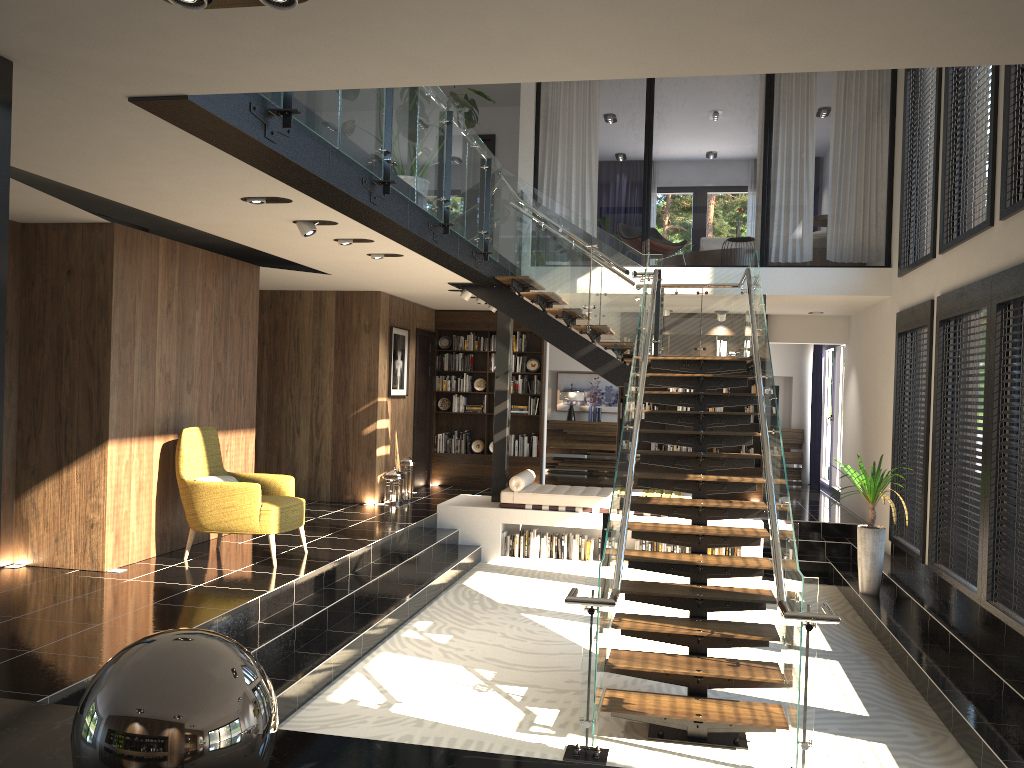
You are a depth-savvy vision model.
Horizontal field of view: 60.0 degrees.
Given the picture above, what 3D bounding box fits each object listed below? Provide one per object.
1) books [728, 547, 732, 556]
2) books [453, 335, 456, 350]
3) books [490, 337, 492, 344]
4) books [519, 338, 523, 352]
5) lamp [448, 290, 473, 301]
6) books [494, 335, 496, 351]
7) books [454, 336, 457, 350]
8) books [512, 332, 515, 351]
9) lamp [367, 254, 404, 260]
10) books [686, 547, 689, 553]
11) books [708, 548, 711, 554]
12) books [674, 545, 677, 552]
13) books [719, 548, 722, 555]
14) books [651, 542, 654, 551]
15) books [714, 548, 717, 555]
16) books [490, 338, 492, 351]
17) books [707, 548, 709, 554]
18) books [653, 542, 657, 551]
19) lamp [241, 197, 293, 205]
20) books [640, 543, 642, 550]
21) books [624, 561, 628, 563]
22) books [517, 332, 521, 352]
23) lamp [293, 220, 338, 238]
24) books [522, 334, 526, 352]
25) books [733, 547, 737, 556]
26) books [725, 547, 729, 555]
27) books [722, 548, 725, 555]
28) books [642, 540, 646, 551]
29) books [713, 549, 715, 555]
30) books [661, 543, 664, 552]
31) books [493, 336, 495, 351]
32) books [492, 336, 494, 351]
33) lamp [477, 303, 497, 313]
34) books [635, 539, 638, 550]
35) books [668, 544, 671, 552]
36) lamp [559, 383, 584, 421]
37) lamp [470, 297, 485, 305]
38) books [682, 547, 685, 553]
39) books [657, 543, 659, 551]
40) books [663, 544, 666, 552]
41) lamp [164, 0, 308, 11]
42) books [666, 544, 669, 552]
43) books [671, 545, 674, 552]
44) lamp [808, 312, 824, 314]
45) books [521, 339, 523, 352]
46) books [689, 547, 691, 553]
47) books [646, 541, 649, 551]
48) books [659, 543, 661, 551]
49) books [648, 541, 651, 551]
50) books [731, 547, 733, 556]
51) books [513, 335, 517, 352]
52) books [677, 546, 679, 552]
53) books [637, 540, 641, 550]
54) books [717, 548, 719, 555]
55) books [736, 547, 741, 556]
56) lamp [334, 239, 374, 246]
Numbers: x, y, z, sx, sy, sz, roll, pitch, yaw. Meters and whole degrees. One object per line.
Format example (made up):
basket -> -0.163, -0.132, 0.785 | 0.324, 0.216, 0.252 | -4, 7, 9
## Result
books -> 2.489, 1.985, 10.143 | 0.030, 0.273, 0.185 | 2, 0, 11
books -> -0.871, -0.632, 13.667 | 0.017, 0.234, 0.200 | 2, 0, 11
books -> -0.307, -0.605, 13.586 | 0.023, 0.213, 0.194 | 2, 0, 11
books -> 0.144, -0.594, 13.500 | 0.037, 0.218, 0.144 | 2, 0, 11
lamp -> -0.614, -1.144, 10.830 | 0.346, 0.263, 0.195 | 2, 0, 11
books -> -0.234, -0.616, 13.511 | 0.013, 0.239, 0.255 | 2, 0, 11
books -> -0.859, -0.623, 13.626 | 0.024, 0.216, 0.210 | 2, 0, 11
books -> 0.008, -0.641, 13.470 | 0.015, 0.303, 0.252 | 2, 0, 11
lamp -> -1.155, -1.222, 8.086 | 0.346, 0.177, 0.195 | 2, 0, 11
books -> 2.027, 1.952, 10.246 | 0.027, 0.312, 0.189 | 2, 0, 11
books -> 2.262, 1.990, 10.170 | 0.025, 0.249, 0.208 | 2, 0, 11
books -> 1.886, 1.977, 10.258 | 0.036, 0.253, 0.178 | 2, 0, 11
books -> 2.390, 1.976, 10.179 | 0.039, 0.284, 0.199 | 2, 0, 11
books -> 1.633, 1.962, 10.323 | 0.029, 0.268, 0.146 | 2, 0, 11
books -> 2.331, 1.994, 10.157 | 0.024, 0.246, 0.212 | 2, 0, 11
books -> -0.295, -0.600, 13.536 | 0.021, 0.204, 0.224 | 2, 0, 11
books -> 2.243, 1.972, 10.198 | 0.025, 0.285, 0.164 | 2, 0, 11
books -> 1.666, 1.945, 10.320 | 0.035, 0.305, 0.151 | 2, 0, 11
lamp -> -1.603, -1.260, 5.803 | 0.346, 0.158, 0.195 | 2, 0, 11
books -> 1.507, 1.980, 10.361 | 0.027, 0.226, 0.165 | 2, 0, 11
books -> 1.290, 2.075, 10.406 | 0.257, 0.024, 0.167 | 2, 0, 11
books -> 0.107, -0.637, 13.445 | 0.017, 0.302, 0.266 | 2, 0, 11
lamp -> -1.455, -1.206, 6.565 | 0.346, 0.247, 0.195 | 2, 0, 11
books -> 0.186, -0.615, 13.442 | 0.013, 0.262, 0.217 | 2, 0, 11
books -> 2.548, 1.980, 10.150 | 0.043, 0.287, 0.147 | 2, 0, 11
books -> 2.456, 1.956, 10.161 | 0.042, 0.328, 0.205 | 2, 0, 11
books -> 2.419, 1.977, 10.154 | 0.028, 0.285, 0.210 | 2, 0, 11
books -> 1.537, 1.936, 10.326 | 0.043, 0.316, 0.209 | 2, 0, 11
books -> 2.315, 2.008, 10.194 | 0.022, 0.216, 0.137 | 2, 0, 11
books -> 1.745, 1.964, 10.297 | 0.027, 0.270, 0.188 | 2, 0, 11
books -> -0.247, -0.612, 13.518 | 0.014, 0.231, 0.280 | 2, 0, 11
books -> -0.265, -0.616, 13.543 | 0.033, 0.237, 0.231 | 2, 0, 11
lamp -> -0.315, -1.125, 12.350 | 0.346, 0.263, 0.195 | 2, 0, 11
books -> 1.455, 1.960, 10.382 | 0.026, 0.263, 0.156 | 2, 0, 11
books -> 1.827, 1.986, 10.291 | 0.028, 0.231, 0.158 | 2, 0, 11
lamp -> 1.125, 0.345, 16.741 | 0.470, 0.725, 0.470 | 2, 0, 4
lamp -> -0.464, -1.151, 11.589 | 0.346, 0.231, 0.195 | 2, 0, 11
books -> 1.983, 1.960, 10.269 | 0.066, 0.294, 0.142 | 2, 0, 11
books -> 1.702, 1.963, 10.347 | 0.026, 0.270, 0.128 | 2, 0, 11
books -> 1.777, 1.937, 10.311 | 0.029, 0.326, 0.153 | 2, 0, 11
lamp -> -0.869, -1.257, 2.645 | 0.501, 0.195, 0.349 | 2, 0, 11
books -> 1.804, 1.989, 10.314 | 0.026, 0.226, 0.132 | 2, 0, 11
books -> 1.857, 1.944, 10.281 | 0.033, 0.318, 0.152 | 2, 0, 11
lamp -> 4.206, -1.039, 12.266 | 0.195, 0.158, 0.346 | 2, 0, 11
books -> 0.169, -0.577, 13.469 | 0.027, 0.186, 0.220 | 2, 0, 11
books -> 2.057, 1.981, 10.254 | 0.030, 0.256, 0.160 | 2, 0, 11
books -> 1.579, 1.953, 10.352 | 0.030, 0.284, 0.176 | 2, 0, 11
books -> 1.715, 1.955, 10.281 | 0.026, 0.287, 0.204 | 2, 0, 11
books -> 1.603, 1.961, 10.320 | 0.029, 0.268, 0.173 | 2, 0, 11
books -> 2.515, 1.995, 10.151 | 0.019, 0.255, 0.180 | 2, 0, 11
books -> 0.054, -0.611, 13.503 | 0.064, 0.247, 0.209 | 2, 0, 11
books -> 1.913, 1.976, 10.253 | 0.019, 0.256, 0.186 | 2, 0, 11
books -> 1.477, 1.955, 10.350 | 0.030, 0.273, 0.168 | 2, 0, 11
books -> 2.354, 1.993, 10.159 | 0.021, 0.248, 0.197 | 2, 0, 11
books -> 2.580, 1.992, 10.106 | 0.037, 0.264, 0.272 | 2, 0, 11
lamp -> -1.305, -1.231, 7.325 | 0.346, 0.177, 0.195 | 2, 0, 11
